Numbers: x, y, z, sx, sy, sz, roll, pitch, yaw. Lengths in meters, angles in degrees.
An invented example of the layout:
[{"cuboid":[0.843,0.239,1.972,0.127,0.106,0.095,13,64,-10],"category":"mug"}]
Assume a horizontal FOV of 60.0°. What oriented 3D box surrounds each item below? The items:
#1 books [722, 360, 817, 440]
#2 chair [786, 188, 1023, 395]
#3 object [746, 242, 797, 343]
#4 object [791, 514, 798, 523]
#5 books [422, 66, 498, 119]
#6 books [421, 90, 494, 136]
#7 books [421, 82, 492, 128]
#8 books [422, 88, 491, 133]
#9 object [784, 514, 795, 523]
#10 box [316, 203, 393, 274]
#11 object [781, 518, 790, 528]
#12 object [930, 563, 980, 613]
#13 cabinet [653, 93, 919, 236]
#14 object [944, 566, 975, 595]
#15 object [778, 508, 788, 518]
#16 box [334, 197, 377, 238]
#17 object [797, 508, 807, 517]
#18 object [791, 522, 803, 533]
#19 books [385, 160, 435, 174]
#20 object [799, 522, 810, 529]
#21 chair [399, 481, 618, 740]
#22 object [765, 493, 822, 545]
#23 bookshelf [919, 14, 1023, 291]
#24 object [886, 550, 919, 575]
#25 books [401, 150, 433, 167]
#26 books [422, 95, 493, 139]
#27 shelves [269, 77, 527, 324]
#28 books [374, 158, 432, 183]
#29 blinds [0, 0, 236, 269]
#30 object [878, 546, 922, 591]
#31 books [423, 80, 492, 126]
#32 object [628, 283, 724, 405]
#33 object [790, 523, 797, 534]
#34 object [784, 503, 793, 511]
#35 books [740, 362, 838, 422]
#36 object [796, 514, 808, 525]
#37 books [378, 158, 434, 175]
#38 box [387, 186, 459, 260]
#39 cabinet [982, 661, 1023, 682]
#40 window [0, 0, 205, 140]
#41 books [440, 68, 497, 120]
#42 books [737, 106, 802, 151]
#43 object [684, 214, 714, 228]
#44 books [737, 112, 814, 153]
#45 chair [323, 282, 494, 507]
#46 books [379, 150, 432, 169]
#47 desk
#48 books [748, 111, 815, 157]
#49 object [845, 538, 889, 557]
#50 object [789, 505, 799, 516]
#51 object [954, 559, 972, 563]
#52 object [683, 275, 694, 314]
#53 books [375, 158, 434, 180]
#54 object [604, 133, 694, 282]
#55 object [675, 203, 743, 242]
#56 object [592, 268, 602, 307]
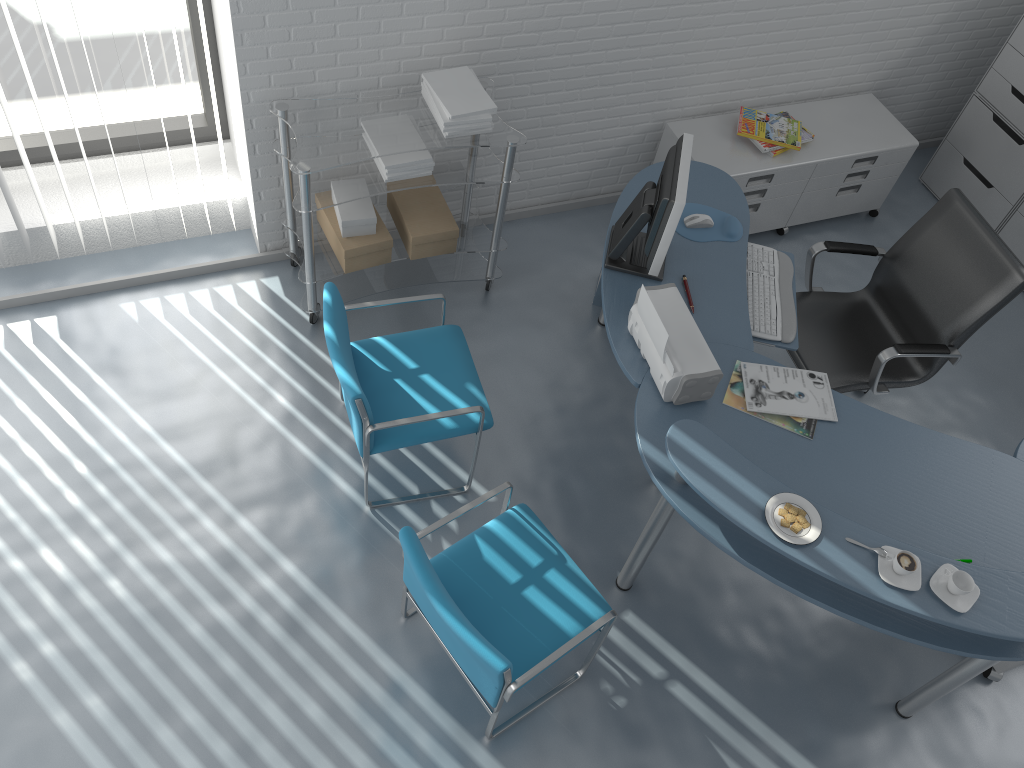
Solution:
[{"cuboid":[0.848,0.048,2.877,0.300,0.005,0.200,23,53,8],"category":"books"},{"cuboid":[1.413,-0.231,3.550,0.652,0.948,0.584,-9,55,-16],"category":"chair"},{"cuboid":[0.911,-0.350,3.261,0.276,0.028,0.478,12,52,-1],"category":"object"},{"cuboid":[0.778,0.369,2.438,0.025,0.005,0.027,-27,62,-27],"category":"object"},{"cuboid":[-0.198,-1.097,3.330,0.190,0.015,0.270,-18,58,-22],"category":"books"},{"cuboid":[-0.209,-1.052,3.389,0.190,0.015,0.270,-16,58,-21],"category":"books"},{"cuboid":[-0.212,-1.070,3.365,0.190,0.015,0.270,-13,57,-19],"category":"books"},{"cuboid":[-0.213,-1.057,3.373,0.190,0.015,0.270,-12,56,-18],"category":"books"},{"cuboid":[0.760,0.368,2.430,0.025,0.005,0.027,-9,55,-16],"category":"object"},{"cuboid":[-0.651,-0.639,3.645,0.207,0.133,0.347,-18,58,-22],"category":"box"},{"cuboid":[0.748,0.380,2.424,0.027,0.005,0.025,17,52,3],"category":"object"},{"cuboid":[1.181,0.548,2.372,0.119,0.016,0.119,-34,65,-30],"category":"object"},{"cuboid":[1.340,-1.065,4.465,1.259,0.484,0.447,-14,57,-19],"category":"cabinet"},{"cuboid":[1.184,0.527,2.357,0.062,0.049,0.078,4,53,-7],"category":"object"},{"cuboid":[0.747,0.355,2.443,0.027,0.005,0.025,20,52,6],"category":"object"},{"cuboid":[-0.635,-0.706,3.557,0.139,0.090,0.234,-9,55,-16],"category":"box"},{"cuboid":[0.799,0.357,2.451,0.027,0.005,0.025,33,55,15],"category":"object"},{"cuboid":[0.777,0.390,2.416,0.027,0.005,0.025,-33,65,-29],"category":"object"},{"cuboid":[-0.435,-0.922,3.437,0.190,0.015,0.270,-15,57,-20],"category":"books"},{"cuboid":[0.803,0.384,2.431,0.027,0.005,0.025,-24,60,-25],"category":"object"},{"cuboid":[-0.032,0.684,2.759,0.543,0.707,0.542,-28,62,-27],"category":"chair"},{"cuboid":[0.770,0.371,2.434,0.162,0.011,0.162,21,53,6],"category":"object"},{"cuboid":[3.031,-0.674,4.036,0.521,1.141,2.294,-13,57,-19],"category":"bookshelf"},{"cuboid":[1.040,0.478,2.370,0.062,0.049,0.078,-22,60,-24],"category":"object"},{"cuboid":[-0.436,-0.937,3.429,0.190,0.015,0.270,-12,56,-18],"category":"books"},{"cuboid":[-0.211,-1.043,3.401,0.190,0.015,0.270,-13,57,-19],"category":"books"},{"cuboid":[-0.483,-0.735,3.667,0.896,0.848,0.441,-13,56,-19],"category":"shelves"},{"cuboid":[-0.448,-0.896,3.472,0.190,0.015,0.270,-15,57,-20],"category":"books"},{"cuboid":[-2.852,-1.159,2.037,4.001,2.955,0.158,-13,57,-19],"category":"blinds"},{"cuboid":[1.041,0.498,2.385,0.119,0.016,0.119,17,52,3],"category":"object"},{"cuboid":[-0.207,-1.074,3.349,0.190,0.015,0.270,-11,56,-18],"category":"books"},{"cuboid":[0.504,-0.164,2.807,0.197,0.273,0.392,-9,55,-16],"category":"object"},{"cuboid":[0.773,0.394,2.419,0.025,0.005,0.027,37,56,18],"category":"object"},{"cuboid":[0.769,0.342,2.456,0.027,0.005,0.025,34,55,15],"category":"object"},{"cuboid":[0.903,0.025,2.901,0.300,0.010,0.200,7,52,-5],"category":"books"},{"cuboid":[0.795,0.371,2.433,0.025,0.005,0.027,-21,60,-24],"category":"object"},{"cuboid":[-0.438,-0.918,3.453,0.190,0.015,0.270,-13,57,-19],"category":"books"},{"cuboid":[-0.380,-0.704,3.741,0.207,0.133,0.347,-13,57,-19],"category":"box"},{"cuboid":[1.839,0.660,3.166,0.383,0.605,0.559,-12,56,-18],"category":"cabinet"},{"cuboid":[-2.682,-1.603,2.442,3.635,2.562,0.008,-13,57,-19],"category":"window"},{"cuboid":[-0.194,-1.097,3.350,0.190,0.015,0.270,-13,57,-19],"category":"books"},{"cuboid":[1.214,-1.204,4.178,0.300,0.020,0.210,15,52,2],"category":"books"},{"cuboid":[0.706,-0.617,3.332,0.115,0.035,0.054,-5,54,-13],"category":"object"},{"cuboid":[1.248,-1.194,4.202,0.300,0.020,0.210,-18,58,-22],"category":"books"},{"cuboid":[-0.386,0.021,3.200,0.543,0.707,0.542,-9,55,-16],"category":"chair"},{"cuboid":[-0.444,-0.931,3.404,0.190,0.015,0.270,-16,58,-21],"category":"books"},{"cuboid":[1.000,0.257,3.139,2.282,0.900,1.402,40,57,20],"category":"desk"},{"cuboid":[1.268,-1.194,4.231,0.300,0.020,0.210,-28,62,-27],"category":"books"},{"cuboid":[0.967,0.441,2.410,0.119,0.021,0.025,25,53,9],"category":"object"},{"cuboid":[0.778,0.349,2.448,0.025,0.005,0.027,24,53,8],"category":"object"},{"cuboid":[1.249,0.517,2.587,0.200,0.010,0.011,2,53,-9],"category":"object"},{"cuboid":[0.619,-0.315,3.106,0.013,0.013,0.178,1,53,-9],"category":"object"},{"cuboid":[-0.446,-0.905,3.460,0.190,0.015,0.270,-17,58,-21],"category":"books"},{"cuboid":[0.477,-0.591,3.035,0.212,0.417,0.365,14,52,1],"category":"object"},{"cuboid":[0.735,-0.621,3.351,0.285,0.026,0.213,-2,54,-12],"category":"object"},{"cuboid":[0.646,-0.504,3.957,0.471,0.422,0.199,15,52,2],"category":"object"}]
